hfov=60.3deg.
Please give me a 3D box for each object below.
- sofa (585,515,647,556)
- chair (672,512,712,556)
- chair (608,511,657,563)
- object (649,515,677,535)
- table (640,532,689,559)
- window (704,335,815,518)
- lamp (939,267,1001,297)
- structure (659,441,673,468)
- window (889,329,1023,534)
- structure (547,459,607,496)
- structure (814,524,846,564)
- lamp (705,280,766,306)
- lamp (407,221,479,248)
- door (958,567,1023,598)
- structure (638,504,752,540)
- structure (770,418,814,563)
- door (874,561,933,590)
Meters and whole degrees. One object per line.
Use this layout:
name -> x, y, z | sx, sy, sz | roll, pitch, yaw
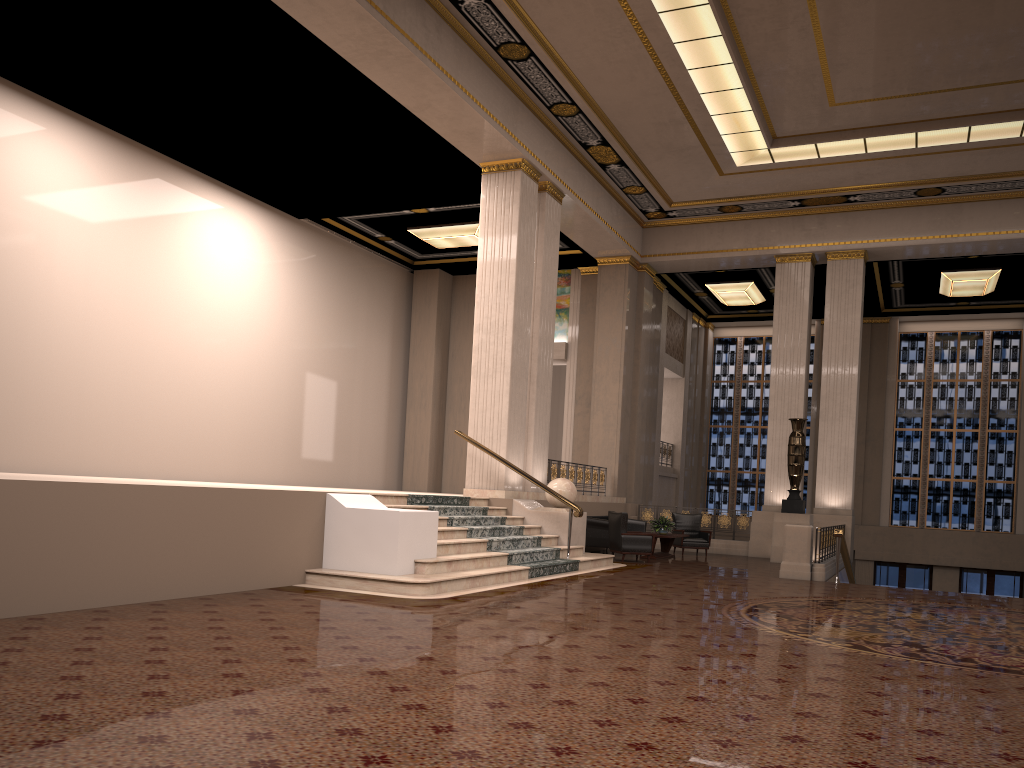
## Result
sofa -> 1.914, 2.905, 16.934 | 0.874, 0.704, 1.937 | 1, -7, 25
chair -> 3.651, 3.061, 17.984 | 0.648, 0.842, 0.720 | 4, -3, -10
chair -> 2.027, 2.619, 15.121 | 0.718, 0.842, 0.649 | 4, -3, -15
object -> 2.804, 2.612, 16.404 | 0.527, 0.375, 0.503 | 6, -6, -33
table -> 2.739, 3.034, 16.546 | 0.838, 0.434, 1.486 | 0, -7, 25
window -> 7.261, 1.264, 25.804 | 2.982, 5.351, 0.069 | 2, -1, 25
lamp -> 10.488, -2.294, 20.244 | 1.166, 0.213, 2.032 | 0, -8, 25
structure -> 3.958, 1.845, 23.239 | 0.031, 0.665, 2.172 | 3, -6, 25
window -> 11.892, 1.246, 23.673 | 2.982, 5.351, 0.069 | 2, -1, 25
structure -> 1.258, 1.872, 17.344 | 0.032, 0.622, 3.722 | 3, -6, 25
structure -> 5.594, 2.734, 15.322 | 0.079, 0.535, 4.974 | 3, -6, 26
lamp -> 5.715, -2.275, 22.441 | 1.166, 0.213, 2.032 | 0, -8, 25
lamp -> -1.183, -3.111, 18.661 | 1.714, 0.213, 1.177 | 0, -8, 25
door -> 12.329, 6.122, 22.789 | 1.489, 2.720, 0.155 | 2, -1, 25
structure -> 3.971, 3.026, 19.253 | 2.532, 0.653, 0.032 | 0, -2, 25
structure -> 5.479, 2.068, 17.051 | 0.699, 2.785, 0.703 | 3, -1, 25
door -> 10.434, 6.130, 23.662 | 1.489, 2.720, 0.155 | 2, -1, 25
